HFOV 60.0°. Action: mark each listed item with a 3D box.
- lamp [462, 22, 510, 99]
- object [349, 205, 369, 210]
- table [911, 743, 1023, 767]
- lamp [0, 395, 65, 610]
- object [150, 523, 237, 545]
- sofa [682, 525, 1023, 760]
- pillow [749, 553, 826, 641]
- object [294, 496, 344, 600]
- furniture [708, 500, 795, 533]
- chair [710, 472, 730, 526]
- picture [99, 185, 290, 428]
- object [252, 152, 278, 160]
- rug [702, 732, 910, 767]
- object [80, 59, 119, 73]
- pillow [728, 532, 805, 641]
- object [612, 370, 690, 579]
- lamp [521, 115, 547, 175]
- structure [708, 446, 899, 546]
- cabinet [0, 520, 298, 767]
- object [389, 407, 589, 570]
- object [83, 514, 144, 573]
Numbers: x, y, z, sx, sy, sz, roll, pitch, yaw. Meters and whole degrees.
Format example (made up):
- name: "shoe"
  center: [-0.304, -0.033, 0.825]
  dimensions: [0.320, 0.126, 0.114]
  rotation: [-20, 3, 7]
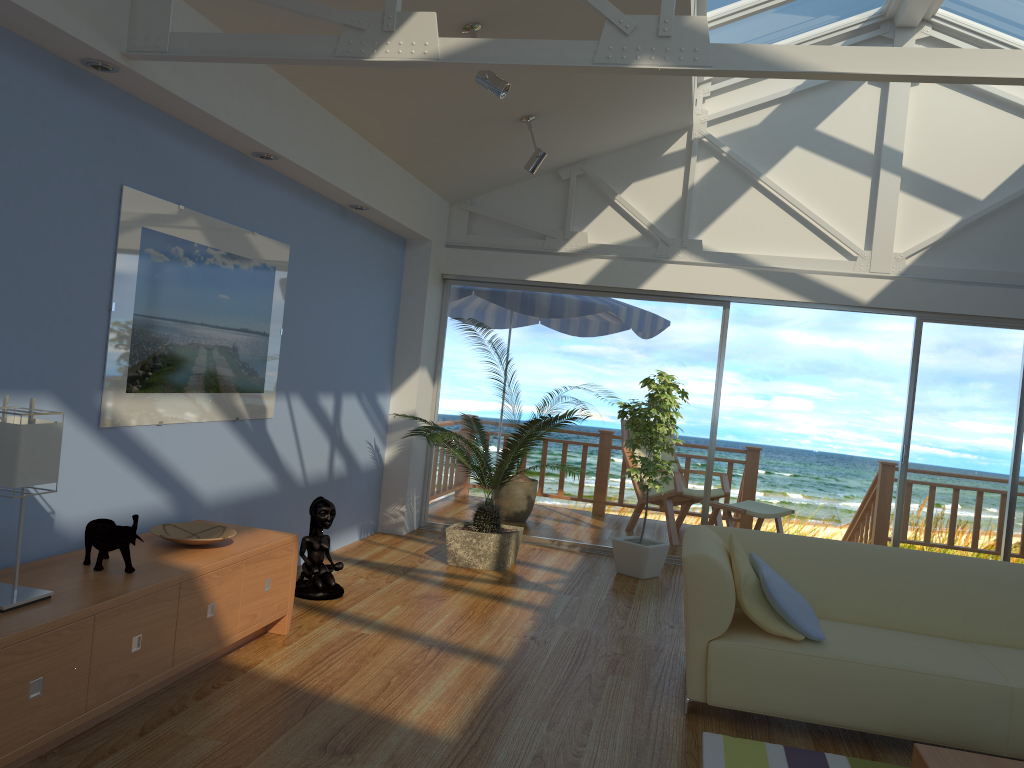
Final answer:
- name: "lamp"
  center: [-0.124, -1.516, 4.176]
  dimensions: [0.254, 0.327, 0.118]
  rotation: [6, 1, -6]
- name: "object"
  center: [-0.935, -1.097, 5.428]
  dimensions: [0.122, 0.050, 0.122]
  rotation: [6, 1, -5]
- name: "table"
  center: [1.608, 1.305, 2.421]
  dimensions: [0.800, 0.198, 0.800]
  rotation: [6, 1, 12]
- name: "lamp"
  center: [-1.482, 0.334, 2.619]
  dimensions: [0.200, 0.596, 0.200]
  rotation: [6, 1, 12]
- name: "object"
  center: [-1.301, 0.624, 3.621]
  dimensions: [0.337, 0.053, 0.337]
  rotation: [6, 1, 13]
- name: "sofa"
  center: [1.919, 1.076, 3.671]
  dimensions: [2.448, 0.597, 0.950]
  rotation: [6, 1, 12]
- name: "pillow"
  center: [1.145, 0.880, 3.703]
  dimensions: [0.272, 0.244, 0.566]
  rotation: [6, 1, 9]
- name: "object"
  center: [-1.024, 0.868, 4.761]
  dimensions: [0.291, 0.517, 0.292]
  rotation: [5, 1, -43]
- name: "furniture"
  center: [1.874, 1.180, 7.133]
  dimensions: [0.619, 0.427, 0.449]
  rotation: [5, 1, -33]
- name: "chair"
  center: [1.414, 0.847, 7.883]
  dimensions: [0.632, 0.982, 0.859]
  rotation: [5, 1, -33]
- name: "picture"
  center: [-1.395, -0.291, 4.106]
  dimensions: [0.005, 0.937, 1.419]
  rotation: [6, 1, 12]
- name: "object"
  center: [-1.182, -1.109, 4.254]
  dimensions: [0.122, 0.050, 0.122]
  rotation: [6, 1, -5]
- name: "rug"
  center: [1.598, 1.412, 2.437]
  dimensions: [2.100, 0.018, 1.400]
  rotation: [6, 1, 12]
- name: "object"
  center: [-1.429, -1.121, 3.079]
  dimensions: [0.122, 0.050, 0.122]
  rotation: [6, 1, -5]
- name: "pillow"
  center: [1.054, 0.833, 3.714]
  dimensions: [0.275, 0.312, 0.571]
  rotation: [6, 1, 9]
- name: "object"
  center: [0.956, 0.605, 6.024]
  dimensions: [0.495, 1.409, 0.699]
  rotation: [6, 1, -15]
- name: "lamp"
  center: [0.133, -1.492, 5.547]
  dimensions: [0.194, 0.353, 0.125]
  rotation: [6, 1, -6]
- name: "structure"
  center: [2.818, 1.535, 8.434]
  dimensions: [6.950, 2.064, 4.086]
  rotation: [6, 1, 12]
- name: "cabinet"
  center: [-1.426, 0.868, 3.167]
  dimensions: [0.500, 0.468, 1.911]
  rotation: [6, 1, 12]
- name: "object"
  center: [-0.221, 0.646, 5.958]
  dimensions: [1.413, 1.093, 1.488]
  rotation: [6, 1, -6]
- name: "object"
  center: [-1.388, 0.536, 3.086]
  dimensions: [0.143, 0.222, 0.379]
  rotation: [5, 1, -36]
